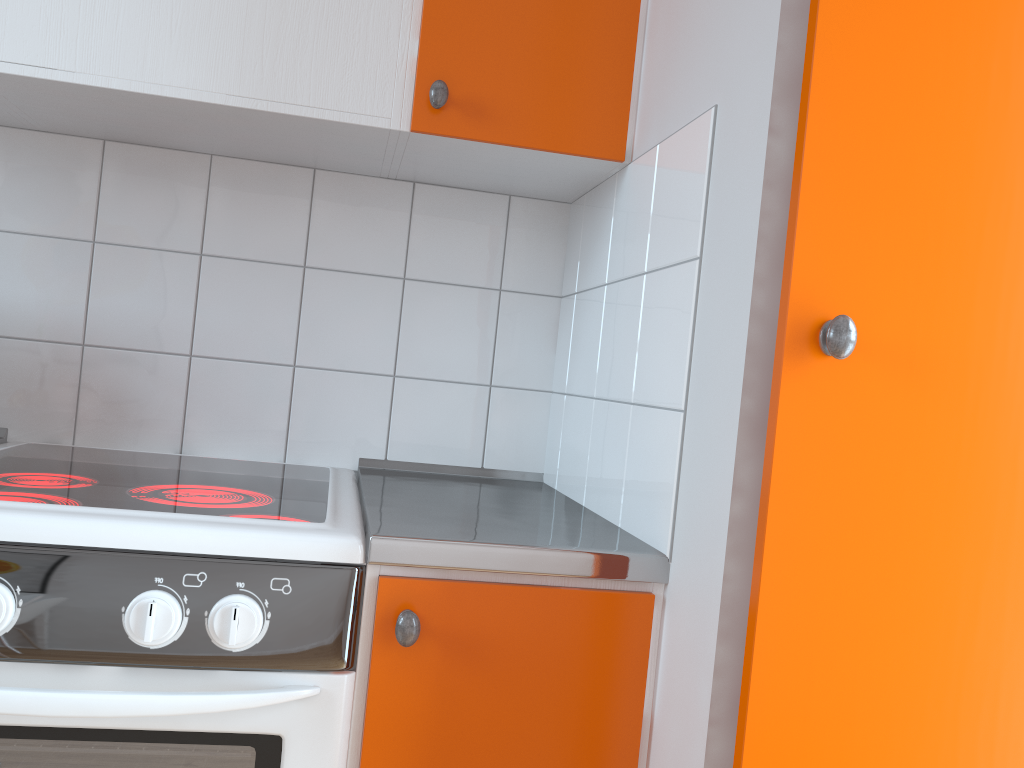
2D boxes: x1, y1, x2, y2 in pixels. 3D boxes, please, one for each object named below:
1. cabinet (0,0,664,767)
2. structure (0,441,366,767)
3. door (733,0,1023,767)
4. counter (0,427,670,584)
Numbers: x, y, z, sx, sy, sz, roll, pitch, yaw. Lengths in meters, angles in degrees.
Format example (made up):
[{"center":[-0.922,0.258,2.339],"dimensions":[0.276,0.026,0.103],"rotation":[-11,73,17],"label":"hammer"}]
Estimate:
[{"center":[-1.358,-0.261,1.137],"dimensions":[3.103,2.348,0.705],"rotation":[6,0,-10],"label":"cabinet"},{"center":[-0.569,0.564,1.270],"dimensions":[0.618,0.864,0.733],"rotation":[6,0,-10],"label":"structure"},{"center":[0.995,0.127,0.661],"dimensions":[1.418,2.055,0.678],"rotation":[6,0,38],"label":"door"},{"center":[-1.399,0.092,1.153],"dimensions":[3.101,0.132,0.681],"rotation":[6,0,-10],"label":"counter"}]
